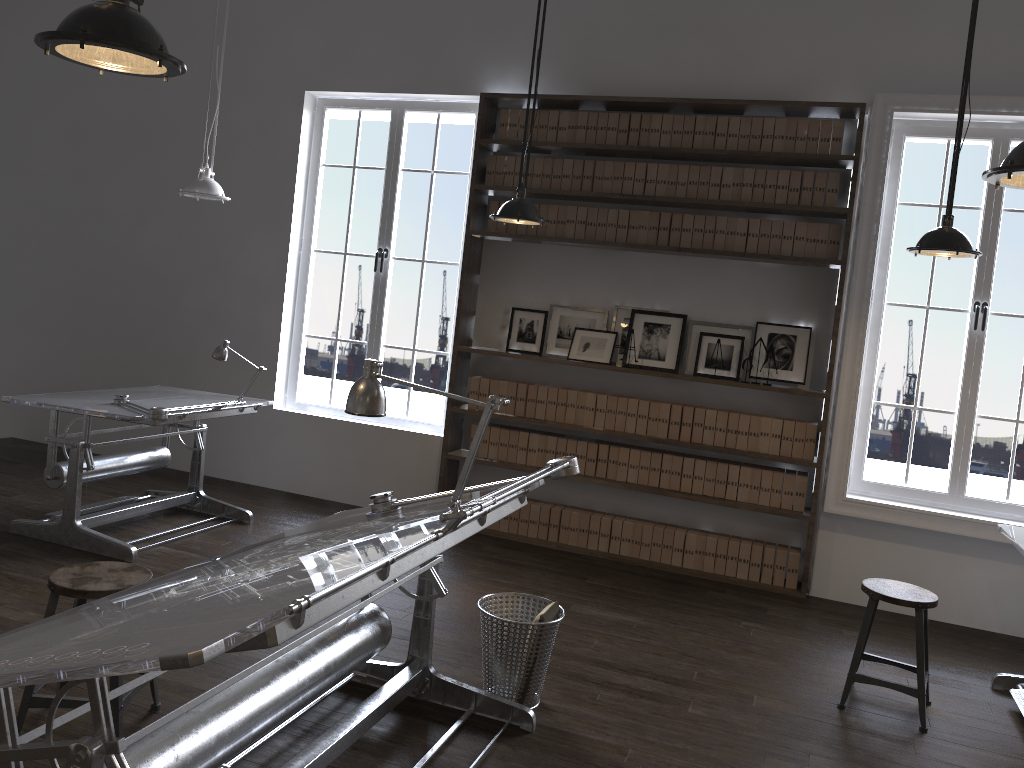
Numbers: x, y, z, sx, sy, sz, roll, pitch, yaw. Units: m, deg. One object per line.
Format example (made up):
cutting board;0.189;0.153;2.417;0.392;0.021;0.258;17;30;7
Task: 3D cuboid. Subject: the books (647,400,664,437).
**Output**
books;0.945;0.226;5.822;0.067;0.225;0.174;7;3;19

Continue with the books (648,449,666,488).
books;0.955;0.551;5.824;0.067;0.225;0.174;7;3;19

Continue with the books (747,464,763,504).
books;1.545;0.634;5.620;0.067;0.225;0.174;7;3;19

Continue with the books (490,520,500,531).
books;-0.083;0.892;6.179;0.067;0.225;0.174;7;3;19

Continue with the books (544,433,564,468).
books;0.289;0.459;6.048;0.067;0.225;0.174;7;3;19

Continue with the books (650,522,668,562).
books;0.966;1.038;5.821;0.067;0.225;0.174;7;3;19

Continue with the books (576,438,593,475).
books;0.486;0.486;5.982;0.067;0.225;0.174;7;3;19

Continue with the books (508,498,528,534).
books;0.043;0.909;6.137;0.067;0.225;0.174;7;3;19

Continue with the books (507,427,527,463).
books;0.035;0.423;6.141;0.067;0.225;0.174;7;3;19

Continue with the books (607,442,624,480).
books;0.694;0.515;5.915;0.067;0.225;0.174;7;3;19

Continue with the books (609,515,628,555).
books;0.709;1.003;5.903;0.067;0.225;0.174;7;3;19

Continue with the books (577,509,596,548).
books;0.502;0.974;5.972;0.067;0.225;0.174;7;3;19

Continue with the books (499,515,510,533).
books;-0.022;0.901;6.153;0.067;0.225;0.174;7;3;19

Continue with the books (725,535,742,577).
books;1.417;1.101;5.664;0.067;0.225;0.174;7;3;19

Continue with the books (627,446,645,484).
books;0.823;0.533;5.867;0.067;0.225;0.174;7;3;19

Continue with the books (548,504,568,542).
books;0.312;0.947;6.039;0.067;0.225;0.174;7;3;19

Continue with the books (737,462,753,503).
books;1.485;0.626;5.639;0.067;0.225;0.174;7;3;19

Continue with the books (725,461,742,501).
books;1.416;0.616;5.661;0.067;0.225;0.174;7;3;19

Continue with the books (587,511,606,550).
books;0.570;0.983;5.949;0.067;0.225;0.174;7;3;19

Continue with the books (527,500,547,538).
books;0.175;0.928;6.087;0.067;0.225;0.174;7;3;19

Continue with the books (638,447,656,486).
books;0.890;0.542;5.848;0.067;0.225;0.174;7;3;19

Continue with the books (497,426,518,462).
books;-0.030;0.414;6.165;0.067;0.225;0.174;7;3;19

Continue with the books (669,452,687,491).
books;1.083;0.570;5.774;0.067;0.225;0.174;7;3;19

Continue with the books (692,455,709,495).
books;1.220;0.589;5.730;0.067;0.225;0.174;7;3;19

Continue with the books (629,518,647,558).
books;0.837;1.020;5.862;0.067;0.225;0.174;7;3;19

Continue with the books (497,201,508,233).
books;-0.036;-1.148;6.165;0.067;0.225;0.174;7;3;19

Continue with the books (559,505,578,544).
books;0.384;0.957;6.021;0.067;0.225;0.174;7;3;19

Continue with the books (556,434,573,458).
books;0.354;0.467;6.031;0.067;0.225;0.174;7;3;19

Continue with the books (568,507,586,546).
books;0.444;0.965;5.997;0.067;0.225;0.174;7;3;19

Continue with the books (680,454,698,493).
books;1.151;0.579;5.751;0.067;0.225;0.174;7;3;19

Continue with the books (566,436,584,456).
books;0.421;0.477;6.009;0.067;0.225;0.174;7;3;19

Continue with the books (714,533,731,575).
books;1.350;1.092;5.687;0.067;0.225;0.174;7;3;19

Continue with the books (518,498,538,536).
books;0.110;0.919;6.114;0.067;0.225;0.174;7;3;19

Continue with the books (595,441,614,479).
books;0.623;0.505;5.934;0.067;0.225;0.174;7;3;19

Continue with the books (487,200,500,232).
books;-0.103;-1.158;6.194;0.067;0.225;0.174;7;3;19

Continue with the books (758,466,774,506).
books;1.606;0.643;5.594;0.067;0.225;0.174;7;3;19

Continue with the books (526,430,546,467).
books;0.168;0.442;6.093;0.067;0.225;0.174;7;3;19

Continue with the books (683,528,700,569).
books;1.164;1.066;5.748;0.067;0.225;0.174;7;3;19

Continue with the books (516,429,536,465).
books;0.100;0.432;6.114;0.067;0.225;0.174;7;3;19

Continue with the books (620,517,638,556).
books;0.777;1.012;5.881;0.067;0.225;0.174;7;3;19

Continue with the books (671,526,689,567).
books;1.096;1.057;5.770;0.067;0.225;0.174;7;3;19

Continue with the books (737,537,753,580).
books;1.482;1.111;5.637;0.067;0.225;0.174;7;3;19

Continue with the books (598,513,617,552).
books;0.639;0.993;5.929;0.067;0.225;0.174;7;3;19

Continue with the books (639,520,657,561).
books;0.898;1.029;5.837;0.067;0.225;0.174;7;3;19

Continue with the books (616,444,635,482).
books;0.754;0.524;5.887;0.067;0.225;0.174;7;3;19

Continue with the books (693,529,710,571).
books;1.224;1.074;5.729;0.067;0.225;0.174;7;3;19

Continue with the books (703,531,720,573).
books;1.285;1.083;5.703;0.067;0.225;0.174;7;3;19

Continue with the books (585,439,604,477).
books;0.554;0.495;5.963;0.067;0.225;0.174;7;3;19

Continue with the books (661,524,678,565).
books;1.031;1.047;5.796;0.067;0.225;0.174;7;3;19

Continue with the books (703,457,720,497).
books;1.287;0.598;5.712;0.067;0.225;0.174;7;3;19

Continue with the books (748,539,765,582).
books;1.551;1.120;5.619;0.067;0.225;0.174;7;3;19

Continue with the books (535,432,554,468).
books;0.228;0.450;6.074;0.067;0.225;0.174;7;3;19

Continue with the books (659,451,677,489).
books;1.025;0.561;5.799;0.067;0.225;0.174;7;3;19

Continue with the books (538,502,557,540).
books;0.244;0.937;6.069;0.067;0.225;0.174;7;3;19

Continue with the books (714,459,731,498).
books;1.352;0.607;5.687;0.067;0.225;0.174;7;3;19
